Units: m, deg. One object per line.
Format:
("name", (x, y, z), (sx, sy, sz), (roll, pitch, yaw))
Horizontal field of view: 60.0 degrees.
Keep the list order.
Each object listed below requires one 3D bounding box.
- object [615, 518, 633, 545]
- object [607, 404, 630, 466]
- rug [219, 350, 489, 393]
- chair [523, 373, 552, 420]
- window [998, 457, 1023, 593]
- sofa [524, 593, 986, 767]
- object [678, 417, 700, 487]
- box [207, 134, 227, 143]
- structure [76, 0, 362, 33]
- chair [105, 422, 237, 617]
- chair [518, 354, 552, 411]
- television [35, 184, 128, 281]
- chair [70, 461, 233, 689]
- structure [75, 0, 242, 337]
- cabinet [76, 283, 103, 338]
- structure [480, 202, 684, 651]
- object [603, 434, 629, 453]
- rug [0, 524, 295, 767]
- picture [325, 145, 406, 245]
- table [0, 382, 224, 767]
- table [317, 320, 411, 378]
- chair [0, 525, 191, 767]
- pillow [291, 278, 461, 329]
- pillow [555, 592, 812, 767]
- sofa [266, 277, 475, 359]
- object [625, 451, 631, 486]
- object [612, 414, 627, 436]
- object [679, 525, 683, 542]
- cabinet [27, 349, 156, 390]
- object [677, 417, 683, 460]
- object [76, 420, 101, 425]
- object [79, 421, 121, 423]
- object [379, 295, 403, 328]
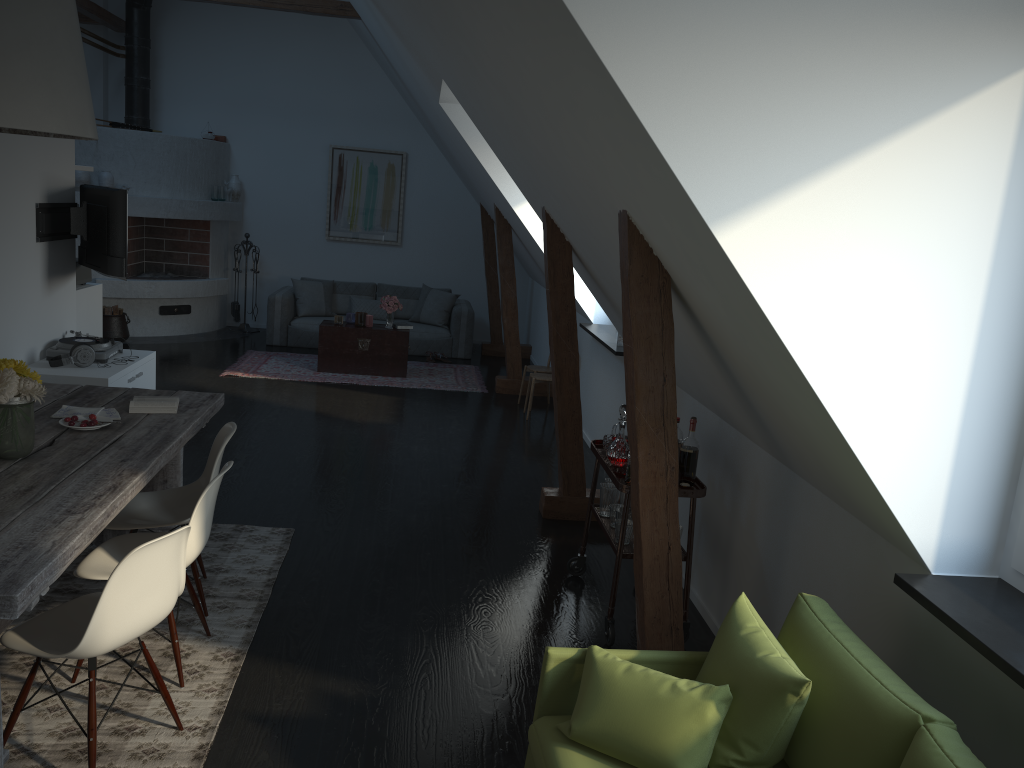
("object", (0.506, 0.669, 4.014), (0.092, 0.099, 0.092), (-1, 13, -28))
("object", (0.507, 0.237, 4.114), (0.114, 0.292, 0.114), (-3, 14, -34))
("rug", (-1.608, -0.146, 9.425), (2.647, 0.029, 1.512), (4, 11, -6))
("chair", (0.315, -0.036, 7.984), (0.342, 0.696, 0.329), (4, 11, -5))
("window", (-1.577, -2.245, 4.245), (5.959, 4.249, 8.018), (4, 11, -6))
("sofa", (0.605, 1.187, 1.675), (0.898, 0.825, 2.093), (4, 11, -7))
("object", (0.783, 0.295, 3.911), (0.081, 0.308, 0.081), (2, 12, -14))
("box", (-3.679, -3.049, 11.018), (0.229, 0.078, 0.127), (4, 11, -6))
("structure", (-4.332, -3.467, 5.592), (10.230, 3.562, 15.910), (5, 11, -1))
("chair", (-1.498, 0.569, 3.878), (0.542, 0.801, 0.465), (1, 12, -20))
("chair", (0.295, -0.116, 8.379), (0.342, 0.696, 0.329), (0, 12, -23))
("television", (-3.212, -1.112, 6.394), (0.537, 0.652, 1.005), (-5, 15, -40))
("chair", (-1.358, 0.680, 3.382), (0.542, 0.801, 0.465), (4, 11, -6))
("structure", (-4.886, -3.116, 10.876), (3.058, 4.752, 3.049), (6, 11, 2))
("cabinet", (-3.851, -0.354, 7.132), (0.869, 0.921, 0.638), (4, 11, -6))
("structure", (0.616, -0.061, 5.079), (1.023, 1.963, 12.350), (4, 11, -6))
("object", (0.552, 0.311, 4.269), (0.245, 0.092, 0.151), (10, 12, 22))
("rug", (-2.002, 1.005, 3.481), (1.898, 0.022, 2.677), (4, 11, -7))
("picture", (-1.882, -2.421, 11.400), (0.965, 1.185, 0.025), (4, 11, -6))
("table", (-1.954, 0.633, 3.389), (1.141, 0.788, 2.421), (4, 11, -6))
("table", (-1.556, -0.374, 9.360), (0.962, 0.492, 0.471), (4, 11, -6))
("chair", (-1.306, 0.798, 2.819), (0.542, 0.801, 0.465), (9, 12, 19))
("pillow", (-1.668, -1.007, 10.879), (2.075, 0.515, 0.444), (4, 11, -7))
("pillow", (0.448, 0.833, 2.374), (0.600, 0.387, 0.475), (3, 11, -9))
("sofa", (-1.713, -0.855, 11.006), (2.458, 0.770, 1.107), (4, 11, -6))
("object", (0.549, 0.337, 3.832), (0.101, 0.211, 0.101), (7, 11, 8))
("object", (0.547, 0.224, 4.412), (0.087, 0.206, 0.087), (9, 12, 18))
("object", (0.709, 0.690, 3.951), (0.095, 0.119, 0.095), (-6, 16, -44))
("cabinet", (-3.023, 0.082, 6.383), (0.623, 0.507, 1.069), (4, 11, -6))
("object", (0.747, 0.280, 4.100), (0.067, 0.257, 0.099), (5, 11, -2))
("object", (-1.777, 0.164, 3.737), (0.110, 0.011, 0.058), (5, 11, -3))
("object", (-1.739, 0.159, 3.744), (0.194, 0.022, 0.019), (7, 11, 9))
("object", (-1.282, -0.766, 9.311), (0.235, 0.351, 0.234), (16, 15, 42))
